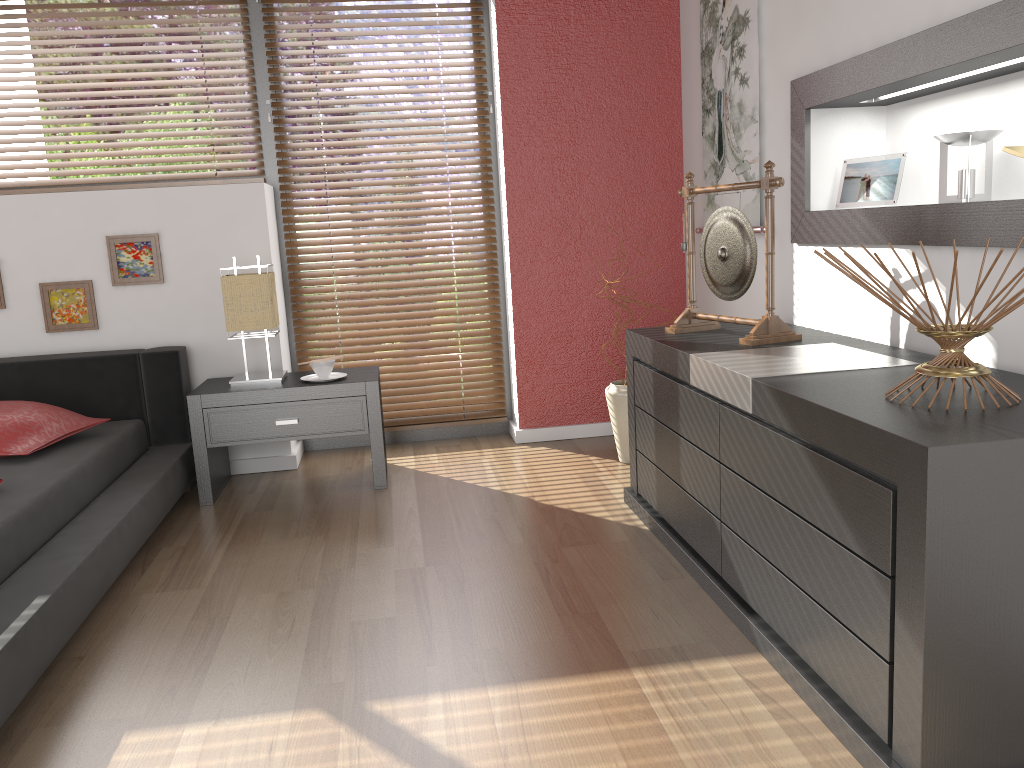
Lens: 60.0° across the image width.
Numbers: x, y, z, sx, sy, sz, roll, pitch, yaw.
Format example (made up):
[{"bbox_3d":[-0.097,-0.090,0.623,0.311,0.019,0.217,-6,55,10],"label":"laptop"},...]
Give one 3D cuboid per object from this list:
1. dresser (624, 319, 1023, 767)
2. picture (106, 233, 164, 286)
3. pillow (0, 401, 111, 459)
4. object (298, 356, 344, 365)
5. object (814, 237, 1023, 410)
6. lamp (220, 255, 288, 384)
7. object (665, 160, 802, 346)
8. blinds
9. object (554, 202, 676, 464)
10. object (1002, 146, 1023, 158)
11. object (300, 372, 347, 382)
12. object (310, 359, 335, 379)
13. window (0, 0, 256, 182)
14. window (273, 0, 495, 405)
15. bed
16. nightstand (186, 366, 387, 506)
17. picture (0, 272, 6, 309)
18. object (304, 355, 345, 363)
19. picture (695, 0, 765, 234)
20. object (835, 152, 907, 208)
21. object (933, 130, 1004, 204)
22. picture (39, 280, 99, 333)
[{"bbox_3d":[0.763,0.232,2.229,0.540,0.608,1.740,-5,10,-7],"label":"dresser"},{"bbox_3d":[-1.517,-0.500,3.570,0.200,0.200,0.010,-5,10,-7],"label":"picture"},{"bbox_3d":[-1.861,0.158,3.091,0.745,0.172,0.418,-1,10,11],"label":"pillow"},{"bbox_3d":[-0.738,-0.091,3.426,0.192,0.007,0.007,-11,13,-37],"label":"object"},{"bbox_3d":[0.803,-0.113,1.615,0.481,0.282,0.481,-12,13,-41],"label":"object"},{"bbox_3d":[-1.015,-0.259,3.472,0.200,0.480,0.200,-5,10,-7],"label":"lamp"},{"bbox_3d":[0.638,-0.388,2.619,0.173,0.498,0.490,-7,11,-22],"label":"object"},{"bbox_3d":[-2.472,-0.618,3.705,4.840,1.952,0.032,-5,10,-7],"label":"blinds"},{"bbox_3d":[0.404,-0.192,3.523,0.422,1.035,0.364,-10,12,-32],"label":"object"},{"bbox_3d":[1.206,-0.441,1.796,0.181,0.116,0.350,-6,10,-17],"label":"object"},{"bbox_3d":[-0.732,-0.024,3.454,0.179,0.012,0.179,0,10,17],"label":"object"},{"bbox_3d":[-0.734,-0.056,3.449,0.099,0.069,0.099,0,10,17],"label":"object"},{"bbox_3d":[-2.511,-1.199,3.672,2.817,0.786,0.020,-5,10,-7],"label":"window"},{"bbox_3d":[-0.554,-0.820,4.017,0.889,1.893,0.020,-5,10,-7],"label":"window"},{"bbox_3d":[-2.342,0.410,2.328,2.469,0.577,2.413,-5,10,-7],"label":"bed"},{"bbox_3d":[-0.866,0.192,3.528,0.700,0.423,0.413,-5,10,-7],"label":"nightstand"},{"bbox_3d":[-2.121,-0.390,3.501,0.200,0.200,0.010,-5,10,-7],"label":"picture"},{"bbox_3d":[-0.733,-0.095,3.448,0.192,0.007,0.007,-12,14,-42],"label":"object"},{"bbox_3d":[0.803,-1.202,3.304,0.028,1.270,0.701,-5,10,-7],"label":"picture"},{"bbox_3d":[1.065,-0.604,2.643,0.041,0.146,0.226,-8,11,-27],"label":"object"},{"bbox_3d":[1.155,-0.547,2.251,0.159,0.171,0.159,5,13,41],"label":"object"},{"bbox_3d":[-1.780,-0.312,3.563,0.200,0.200,0.010,-5,10,-7],"label":"picture"}]
